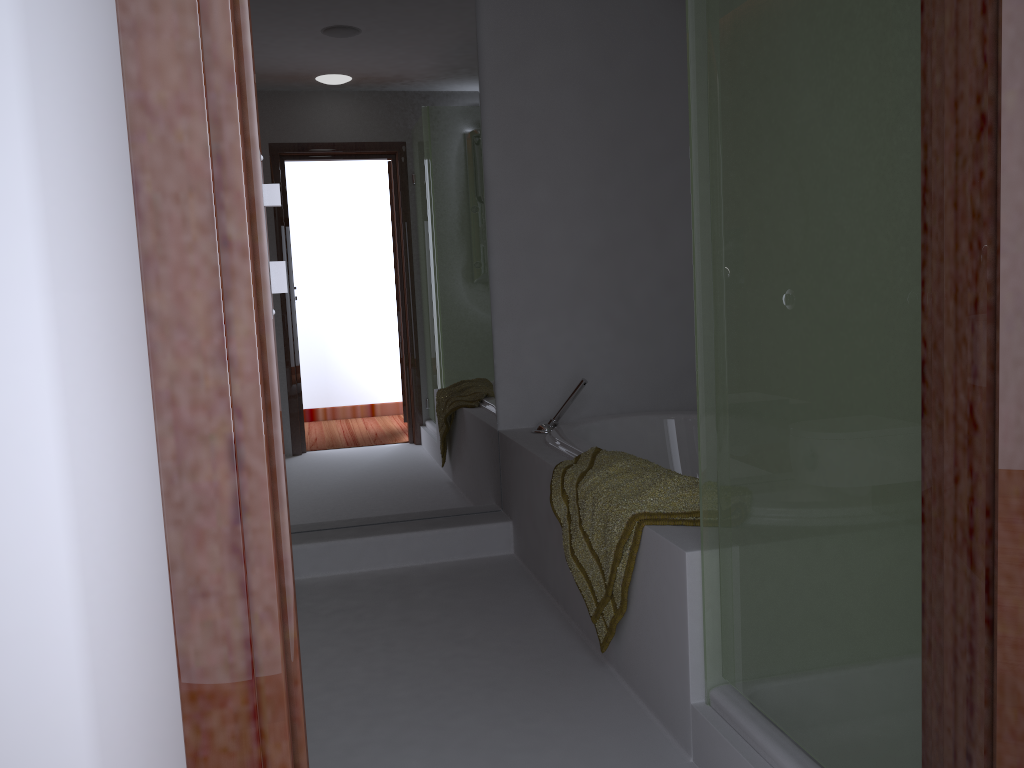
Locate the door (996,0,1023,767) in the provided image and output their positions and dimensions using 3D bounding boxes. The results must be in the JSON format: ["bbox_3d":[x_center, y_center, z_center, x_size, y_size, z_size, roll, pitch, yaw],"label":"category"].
[{"bbox_3d":[0.664,-0.116,0.575,0.095,1.780,0.708,-7,8,-37],"label":"door"}]

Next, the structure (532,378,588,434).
[{"bbox_3d":[0.189,0.102,3.413,0.239,0.257,0.112,-1,6,18],"label":"structure"}]

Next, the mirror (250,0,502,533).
[{"bbox_3d":[-0.792,-0.530,3.274,1.433,2.183,0.019,-4,6,-13],"label":"mirror"}]

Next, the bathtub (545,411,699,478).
[{"bbox_3d":[0.663,0.404,2.808,0.881,0.424,1.683,-4,6,-13],"label":"bathtub"}]

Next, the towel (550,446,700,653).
[{"bbox_3d":[0.347,0.442,2.399,0.349,0.452,0.890,-5,6,-19],"label":"towel"}]

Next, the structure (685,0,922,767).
[{"bbox_3d":[0.936,-0.236,1.509,1.015,2.079,0.765,-4,6,-13],"label":"structure"}]
